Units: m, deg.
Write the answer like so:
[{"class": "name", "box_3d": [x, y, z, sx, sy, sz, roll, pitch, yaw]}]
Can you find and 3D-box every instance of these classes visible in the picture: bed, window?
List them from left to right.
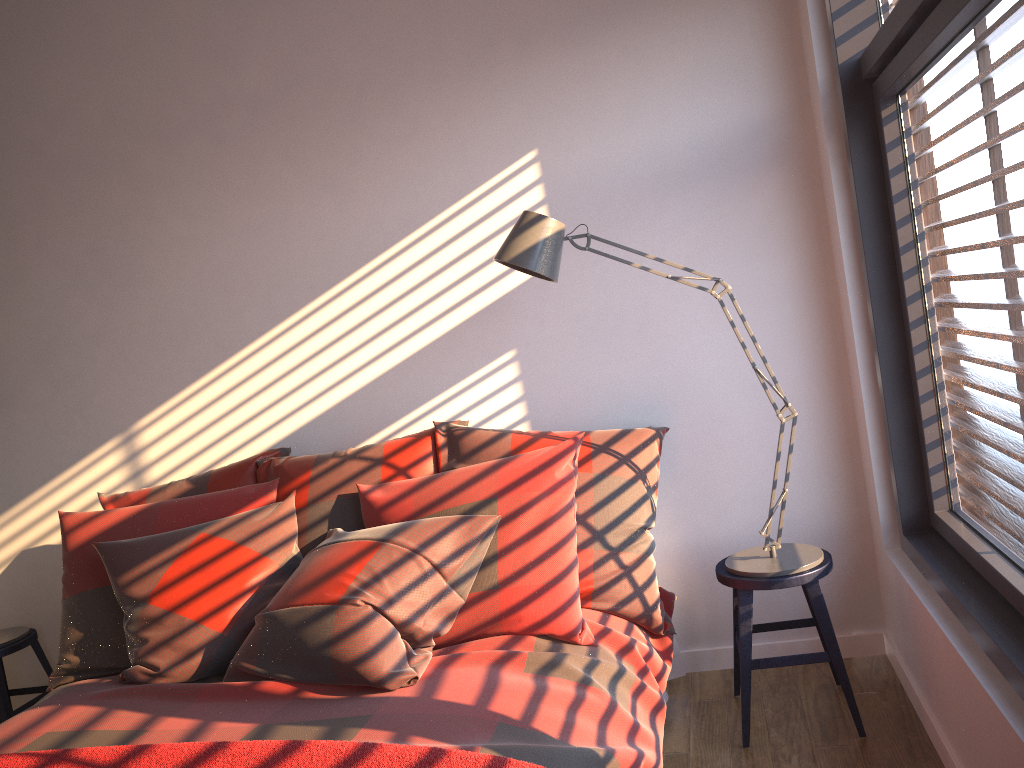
[{"class": "bed", "box_3d": [-0.646, 0.919, 2.114, 2.040, 0.774, 2.298, -10, 4, 13]}, {"class": "window", "box_3d": [0.836, -0.332, 1.327, 0.170, 1.950, 2.619, -9, 5, 13]}]

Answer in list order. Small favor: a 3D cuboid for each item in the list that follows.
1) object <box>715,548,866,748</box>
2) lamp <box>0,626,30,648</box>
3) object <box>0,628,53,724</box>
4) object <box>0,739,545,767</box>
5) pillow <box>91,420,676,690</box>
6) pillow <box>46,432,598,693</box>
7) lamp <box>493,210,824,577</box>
[{"class": "object", "box_3d": [0.809, 0.759, 2.636, 0.339, 0.483, 0.339, -10, 6, 11]}, {"class": "lamp", "box_3d": [-1.954, 0.425, 3.128, 0.277, 1.133, 0.789, -15, 7, -36]}, {"class": "object", "box_3d": [-1.959, 1.231, 3.416, 0.339, 0.483, 0.339, -9, 6, 13]}, {"class": "object", "box_3d": [-0.797, 1.055, 1.487, 2.650, 0.664, 0.678, -10, 5, 14]}, {"class": "pillow", "box_3d": [-0.566, 0.576, 2.672, 2.146, 0.737, 1.137, -10, 4, 11]}, {"class": "pillow", "box_3d": [-0.641, 0.558, 2.719, 1.818, 0.554, 0.524, -10, 5, 14]}, {"class": "lamp", "box_3d": [0.417, 0.015, 2.561, 0.789, 1.133, 0.277, -10, 6, 5]}]
